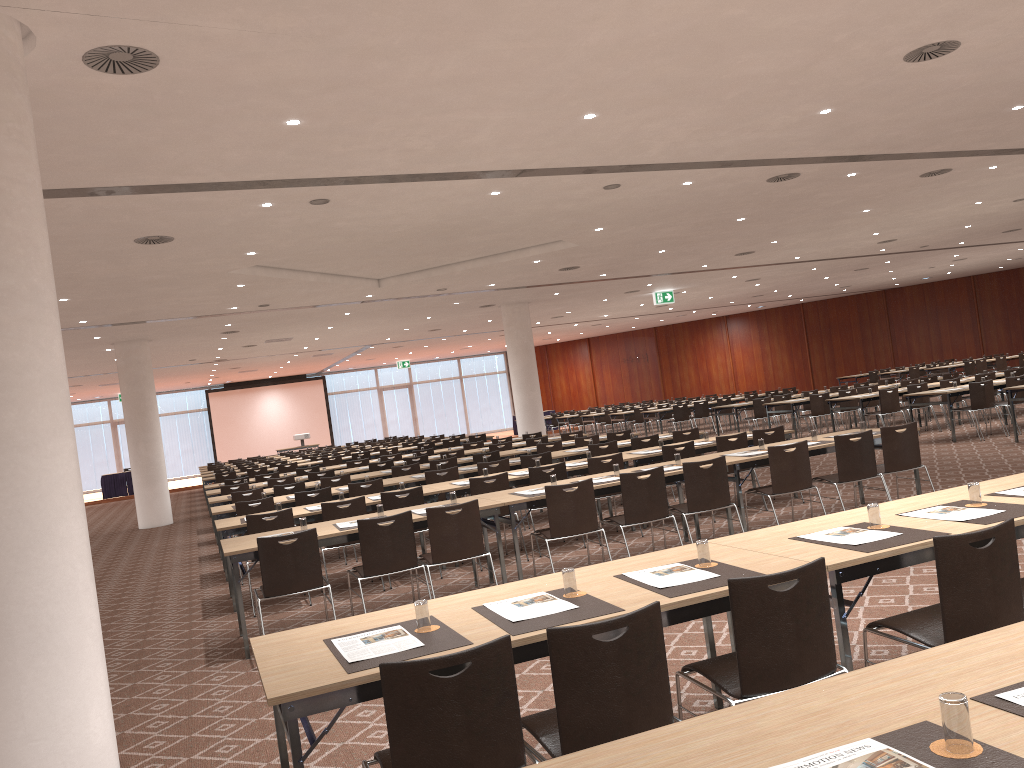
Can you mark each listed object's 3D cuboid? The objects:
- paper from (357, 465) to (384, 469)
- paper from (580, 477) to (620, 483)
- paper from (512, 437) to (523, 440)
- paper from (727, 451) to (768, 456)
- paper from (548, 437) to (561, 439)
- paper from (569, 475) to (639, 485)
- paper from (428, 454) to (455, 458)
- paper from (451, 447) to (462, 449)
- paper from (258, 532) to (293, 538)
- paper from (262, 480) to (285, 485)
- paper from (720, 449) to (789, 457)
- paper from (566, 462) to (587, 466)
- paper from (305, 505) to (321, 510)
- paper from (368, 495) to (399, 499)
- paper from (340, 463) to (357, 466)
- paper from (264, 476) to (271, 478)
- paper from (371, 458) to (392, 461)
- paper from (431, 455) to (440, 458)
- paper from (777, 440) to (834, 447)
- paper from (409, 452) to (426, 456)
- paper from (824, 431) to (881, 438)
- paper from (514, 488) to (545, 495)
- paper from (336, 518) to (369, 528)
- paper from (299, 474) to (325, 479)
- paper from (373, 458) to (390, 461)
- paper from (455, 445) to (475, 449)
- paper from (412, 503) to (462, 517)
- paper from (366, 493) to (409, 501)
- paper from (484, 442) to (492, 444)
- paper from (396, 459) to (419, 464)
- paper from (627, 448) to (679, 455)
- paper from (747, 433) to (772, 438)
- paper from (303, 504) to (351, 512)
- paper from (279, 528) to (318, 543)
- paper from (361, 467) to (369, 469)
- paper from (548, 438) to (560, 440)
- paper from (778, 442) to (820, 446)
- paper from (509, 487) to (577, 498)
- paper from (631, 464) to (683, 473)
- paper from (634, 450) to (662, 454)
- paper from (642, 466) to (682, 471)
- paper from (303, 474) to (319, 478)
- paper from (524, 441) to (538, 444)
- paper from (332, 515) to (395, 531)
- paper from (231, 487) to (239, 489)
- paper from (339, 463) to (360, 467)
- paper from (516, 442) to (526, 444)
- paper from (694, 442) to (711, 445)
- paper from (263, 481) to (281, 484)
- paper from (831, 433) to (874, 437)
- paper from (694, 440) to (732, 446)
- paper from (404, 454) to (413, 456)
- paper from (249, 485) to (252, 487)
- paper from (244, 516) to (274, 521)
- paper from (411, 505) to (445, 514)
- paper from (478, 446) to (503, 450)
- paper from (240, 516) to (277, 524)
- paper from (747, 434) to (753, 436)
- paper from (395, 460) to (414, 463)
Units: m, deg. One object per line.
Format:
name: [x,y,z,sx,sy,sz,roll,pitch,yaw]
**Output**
paper: [-2.425,1.445,15.461,0.460,0.003,0.566,-7,-1,-23]
paper: [0.818,0.886,8.221,0.283,0.006,0.398,-8,-1,-19]
paper: [0.171,1.137,18.579,0.460,0.003,0.566,-8,-1,-19]
paper: [2.328,0.688,8.804,0.283,0.006,0.398,-7,-1,-20]
paper: [0.830,1.015,16.750,0.283,0.006,0.398,-8,-1,-19]
paper: [0.854,0.884,8.181,0.460,0.003,0.566,-7,-1,-20]
paper: [-1.250,1.291,15.916,0.460,0.003,0.566,-7,-1,-21]
paper: [-1.102,1.302,18.166,0.283,0.006,0.398,-7,-1,-20]
paper: [-1.914,1.245,7.225,0.283,0.006,0.398,-7,-1,-20]
paper: [-3.945,1.646,14.920,0.460,0.003,0.566,-7,-1,-21]
paper: [2.399,0.681,8.772,0.460,0.003,0.566,-8,-1,-17]
paper: [0.731,0.930,10.330,0.283,0.006,0.398,-7,-1,-20]
paper: [-2.006,1.290,9.330,0.283,0.006,0.398,-7,-1,-20]
paper: [-1.380,1.207,9.533,0.283,0.006,0.398,-8,-1,-19]
paper: [-3.202,1.577,17.382,0.283,0.006,0.398,-7,-1,-20]
paper: [-4.688,1.773,16.826,0.283,0.006,0.398,-7,-1,-20]
paper: [-2.518,1.491,17.585,0.460,0.003,0.566,-7,-1,-21]
paper: [-1.320,1.297,15.945,0.283,0.006,0.398,-7,-1,-21]
paper: [2.963,0.607,8.979,0.460,0.003,0.566,-8,-1,-17]
paper: [-1.895,1.408,17.790,0.460,0.003,0.566,-8,-1,-19]
paper: [3.593,0.524,9.191,0.460,0.003,0.566,-7,-1,-20]
paper: [0.217,0.965,7.998,0.283,0.006,0.398,-7,-1,-22]
paper: [-1.317,1.167,7.442,0.283,0.006,0.398,-8,-1,-17]
paper: [-3.359,1.568,15.123,0.460,0.003,0.566,-7,-1,-24]
paper: [-2.600,1.499,17.620,0.283,0.006,0.398,-7,-1,-21]
paper: [-1.007,1.292,18.134,0.460,0.003,0.566,-8,-1,-19]
paper: [-0.613,1.077,7.623,0.460,0.003,0.566,-7,-1,-22]
paper: [-1.298,1.200,9.528,0.460,0.003,0.566,-8,-1,-17]
paper: [-0.503,1.223,18.398,0.283,0.006,0.398,-8,-1,-18]
paper: [-1.834,1.368,15.678,0.460,0.003,0.566,-8,-1,-19]
paper: [1.688,0.807,10.611,0.460,0.003,0.566,-8,-1,-18]
paper: [2.932,0.644,11.076,0.460,0.003,0.565,-8,-1,-17]
paper: [-1.915,1.281,9.283,0.460,0.003,0.566,-7,-1,-21]
paper: [-1.820,1.235,7.167,0.460,0.003,0.566,-8,-1,-17]
paper: [-2.511,1.454,15.518,0.283,0.006,0.398,-7,-1,-22]
paper: [0.870,1.012,16.667,0.460,0.003,0.566,-7,-1,-20]
paper: [2.894,0.613,9.014,0.283,0.006,0.398,-7,-1,-22]
paper: [0.270,0.961,7.933,0.460,0.003,0.566,-7,-1,-20]
paper: [1.459,0.805,8.428,0.460,0.003,0.566,-8,-1,-19]
paper: [1.636,0.811,10.646,0.283,0.006,0.398,-7,-1,-20]
paper: [1.433,0.805,8.452,0.283,0.006,0.398,-8,-1,-17]
paper: [-3.430,1.575,15.173,0.283,0.006,0.398,-7,-1,-20]
paper: [0.288,1.089,16.496,0.460,0.003,0.566,-7,-1,-21]
paper: [-1.238,1.159,7.403,0.460,0.003,0.566,-8,-1,-18]
paper: [-4.617,1.731,14.743,0.283,0.006,0.398,-8,-1,-18]
paper: [-3.128,1.571,17.342,0.460,0.003,0.565,-8,-1,-17]
paper: [0.197,1.098,16.512,0.283,0.006,0.398,-7,-1,-20]
paper: [2.246,0.731,10.869,0.283,0.006,0.398,-8,-1,-19]
paper: [-4.049,1.656,14.948,0.283,0.006,0.398,-7,-1,-20]
paper: [3.530,0.529,9.201,0.283,0.006,0.398,-7,-1,-21]
paper: [2.333,0.722,10.828,0.460,0.003,0.566,-7,-1,-21]
paper: [-2.000,1.420,17.846,0.283,0.006,0.398,-8,-1,-19]
paper: [-4.574,1.728,14.703,0.460,0.003,0.566,-7,-1,-21]
paper: [-2.599,1.368,9.112,0.283,0.006,0.398,-8,-1,-19]
paper: [-0.703,1.086,7.673,0.283,0.006,0.398,-8,-1,-18]
paper: [-0.323,1.169,16.240,0.460,0.003,0.566,-7,-1,-21]
paper: [-2.536,1.363,9.063,0.460,0.003,0.566,-8,-1,-18]
paper: [2.854,0.651,11.101,0.283,0.006,0.398,-7,-1,-20]
paper: [-1.913,1.376,15.743,0.283,0.006,0.398,-8,-1,-16]
